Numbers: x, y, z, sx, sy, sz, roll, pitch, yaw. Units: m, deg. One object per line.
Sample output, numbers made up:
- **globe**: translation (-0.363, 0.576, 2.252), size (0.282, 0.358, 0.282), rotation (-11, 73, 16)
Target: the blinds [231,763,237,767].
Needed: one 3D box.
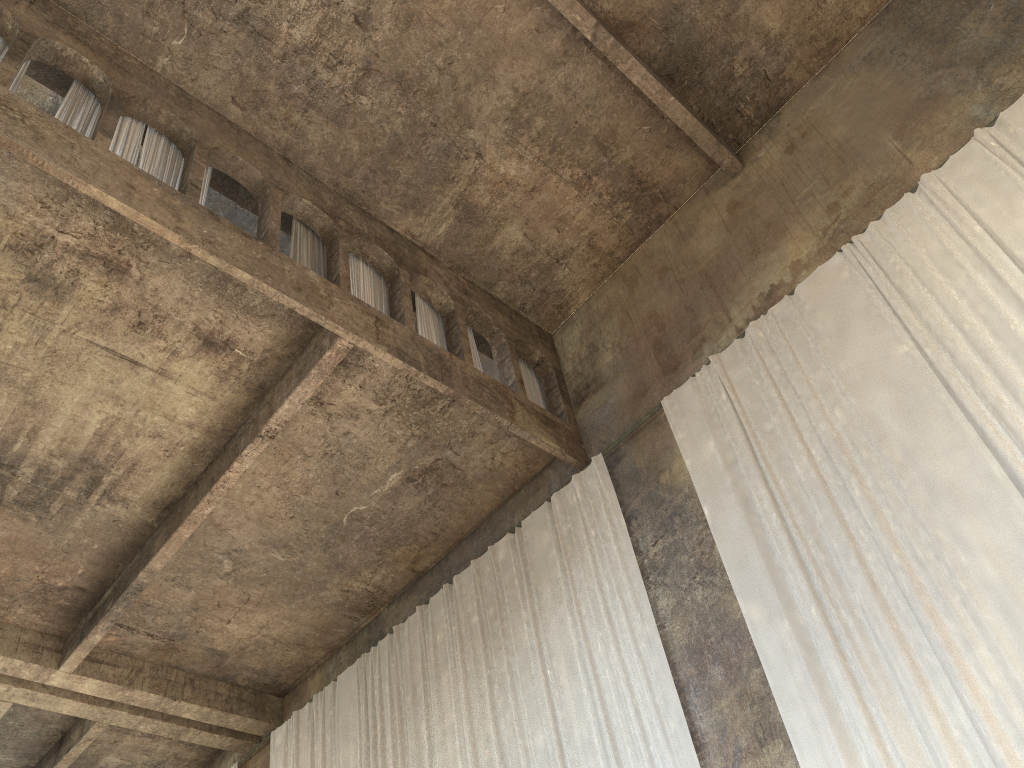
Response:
- **blinds**: translation (-6.538, 11.624, 13.976), size (0.283, 8.077, 8.119), rotation (27, -57, -33)

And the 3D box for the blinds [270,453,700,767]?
- **blinds**: translation (-0.829, 6.073, 9.748), size (0.282, 8.077, 8.138), rotation (25, -56, -31)

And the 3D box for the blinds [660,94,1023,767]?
- **blinds**: translation (4.863, 0.539, 5.534), size (0.282, 8.077, 8.138), rotation (25, -56, -31)
